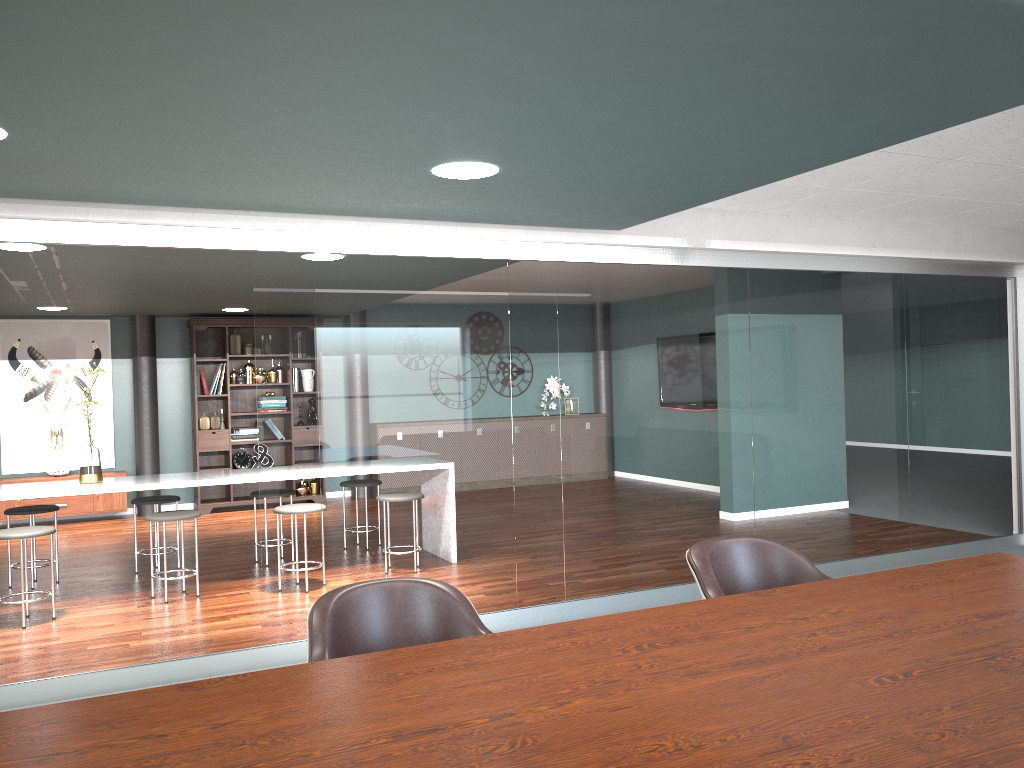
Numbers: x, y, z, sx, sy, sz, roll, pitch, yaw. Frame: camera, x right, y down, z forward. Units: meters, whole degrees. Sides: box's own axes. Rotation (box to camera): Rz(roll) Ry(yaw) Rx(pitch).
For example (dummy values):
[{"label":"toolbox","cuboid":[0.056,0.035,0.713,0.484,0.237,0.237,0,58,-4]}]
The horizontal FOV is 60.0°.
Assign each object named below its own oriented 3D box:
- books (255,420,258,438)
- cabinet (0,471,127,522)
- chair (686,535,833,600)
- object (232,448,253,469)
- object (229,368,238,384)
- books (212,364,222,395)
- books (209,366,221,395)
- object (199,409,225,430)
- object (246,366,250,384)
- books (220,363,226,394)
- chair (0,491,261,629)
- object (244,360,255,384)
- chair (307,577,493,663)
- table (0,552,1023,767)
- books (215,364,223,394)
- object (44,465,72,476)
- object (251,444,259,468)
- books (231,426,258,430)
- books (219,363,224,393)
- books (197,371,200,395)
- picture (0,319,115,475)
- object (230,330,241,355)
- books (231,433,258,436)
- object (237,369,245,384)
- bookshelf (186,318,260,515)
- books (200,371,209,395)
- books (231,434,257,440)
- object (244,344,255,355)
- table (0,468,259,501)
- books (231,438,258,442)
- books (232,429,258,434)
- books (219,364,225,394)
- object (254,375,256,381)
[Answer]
[{"label":"books","cuboid":[-2.690,0.490,9.449,0.063,0.214,0.139,-2,0,-25]},{"label":"cabinet","cuboid":[-4.435,1.093,8.694,1.200,0.379,0.368,-2,0,-25]},{"label":"chair","cuboid":[0.760,0.844,2.511,0.535,0.761,0.518,-2,0,-19]},{"label":"object","cuboid":[-2.817,0.786,9.254,0.224,0.238,0.159,-2,0,-25]},{"label":"object","cuboid":[-2.918,-0.082,9.308,0.105,0.172,0.105,-2,0,-29]},{"label":"books","cuboid":[-3.064,-0.049,9.218,0.090,0.316,0.197,-2,0,-25]},{"label":"books","cuboid":[-3.088,-0.039,9.212,0.115,0.296,0.210,-2,0,-25]},{"label":"object","cuboid":[-3.114,0.360,9.187,0.250,0.221,0.186,-2,0,-27]},{"label":"object","cuboid":[-2.753,-0.096,9.251,0.040,0.191,0.040,-2,0,-16]},{"label":"books","cuboid":[-3.022,-0.053,9.233,0.062,0.322,0.197,-2,0,-25]},{"label":"chair","cuboid":[-2.592,1.058,5.578,4.029,0.512,1.479,-2,0,-25]},{"label":"object","cuboid":[-2.771,-0.126,9.359,0.114,0.251,0.114,-2,0,1]},{"label":"chair","cuboid":[-0.244,0.875,2.031,0.533,0.761,0.523,-2,0,-44]},{"label":"table","cuboid":[-1.285,0.937,0.591,6.694,0.706,1.374,-2,0,-25]},{"label":"books","cuboid":[-3.045,-0.046,9.227,0.063,0.309,0.210,-2,0,-25]},{"label":"object","cuboid":[-4.454,0.848,8.707,0.245,0.112,0.261,-2,0,-18]},{"label":"object","cuboid":[-2.668,0.766,9.453,0.233,0.268,0.051,-2,0,-25]},{"label":"books","cuboid":[-2.812,0.463,9.314,0.268,0.016,0.205,-2,0,-25]},{"label":"books","cuboid":[-3.036,-0.053,9.227,0.062,0.322,0.197,-2,0,-25]},{"label":"books","cuboid":[-3.244,-0.009,9.135,0.042,0.248,0.194,-2,0,-25]},{"label":"picture","cuboid":[-4.537,0.113,8.849,1.002,1.512,0.031,-2,0,-25]},{"label":"object","cuboid":[-2.903,-0.433,9.316,0.104,0.273,0.104,-2,0,11]},{"label":"books","cuboid":[-2.822,0.522,9.309,0.268,0.016,0.205,-2,0,-25]},{"label":"object","cuboid":[-2.828,-0.079,9.248,0.079,0.161,0.080,-2,0,1]},{"label":"bookshelf","cuboid":[-2.696,0.311,9.410,1.339,1.984,0.482,-2,0,-25]},{"label":"books","cuboid":[-3.187,-0.012,9.162,0.084,0.252,0.194,-2,0,-25]},{"label":"books","cuboid":[-2.820,0.551,9.309,0.248,0.042,0.194,-2,0,-25]},{"label":"object","cuboid":[-2.766,-0.364,9.348,0.096,0.126,0.106,-2,0,26]},{"label":"table","cuboid":[-2.597,0.964,5.512,4.577,0.699,0.609,-2,0,-25]},{"label":"books","cuboid":[-2.817,0.587,9.311,0.286,0.027,0.184,-2,0,-25]},{"label":"books","cuboid":[-2.801,0.492,9.319,0.248,0.042,0.194,-2,0,-25]},{"label":"books","cuboid":[-3.031,-0.047,9.232,0.063,0.309,0.210,-2,0,-25]},{"label":"object","cuboid":[-2.639,-0.092,9.309,0.144,0.175,0.073,-2,0,-23]}]
